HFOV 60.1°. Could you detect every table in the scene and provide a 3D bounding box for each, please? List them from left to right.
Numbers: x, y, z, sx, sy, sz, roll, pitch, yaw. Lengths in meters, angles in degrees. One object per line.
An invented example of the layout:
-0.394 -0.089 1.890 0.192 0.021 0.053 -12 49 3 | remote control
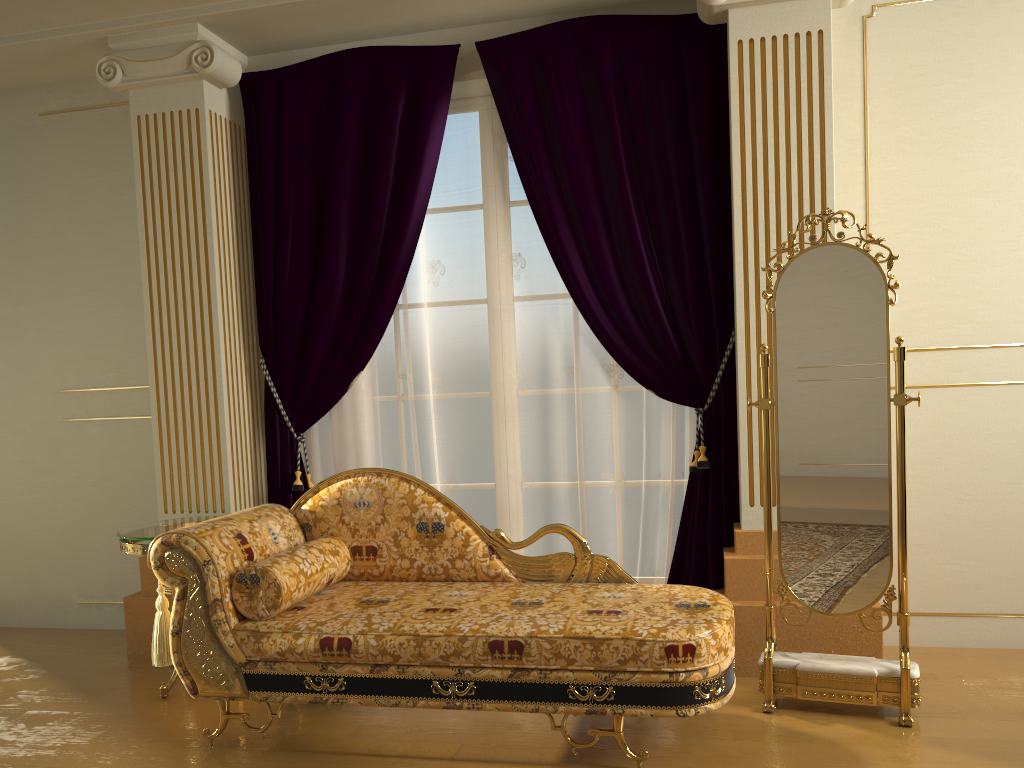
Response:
-1.304 0.904 3.666 0.570 0.645 0.571 -4 2 -32 | table

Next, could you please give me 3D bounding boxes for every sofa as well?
-0.219 0.737 3.000 1.894 0.874 0.691 -2 2 13 | sofa

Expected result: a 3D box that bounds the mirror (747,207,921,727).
1.079 0.266 2.980 0.541 1.706 0.242 -1 4 23 | mirror

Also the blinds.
-0.112 -0.152 3.896 2.236 2.663 0.337 -2 4 14 | blinds
